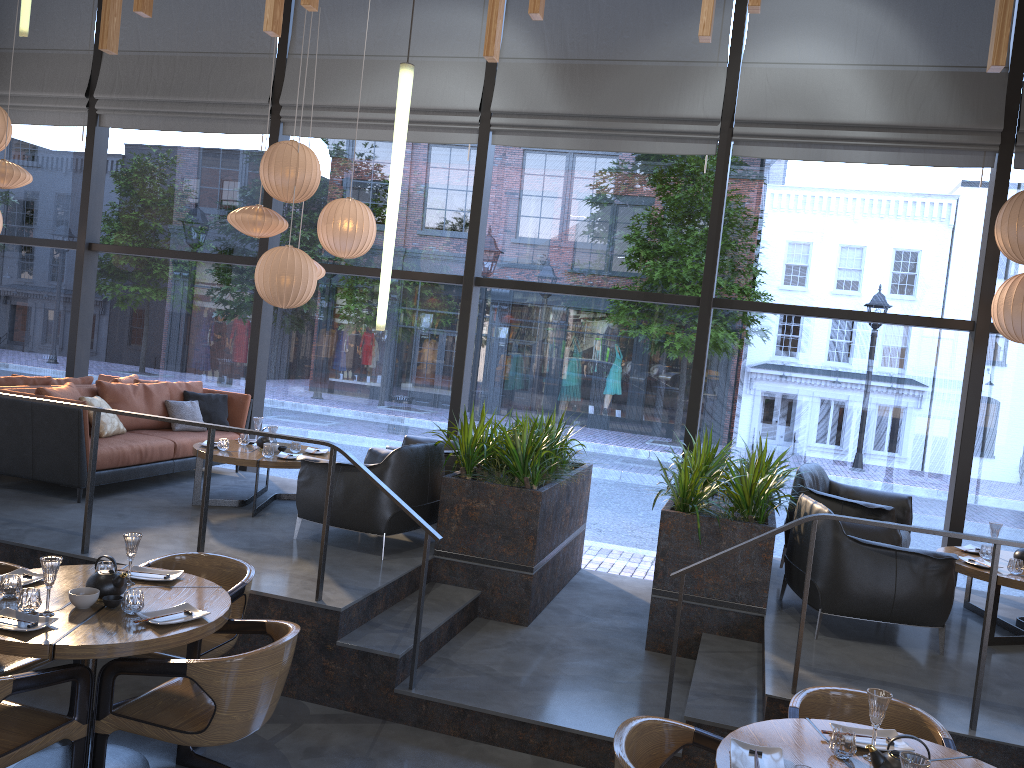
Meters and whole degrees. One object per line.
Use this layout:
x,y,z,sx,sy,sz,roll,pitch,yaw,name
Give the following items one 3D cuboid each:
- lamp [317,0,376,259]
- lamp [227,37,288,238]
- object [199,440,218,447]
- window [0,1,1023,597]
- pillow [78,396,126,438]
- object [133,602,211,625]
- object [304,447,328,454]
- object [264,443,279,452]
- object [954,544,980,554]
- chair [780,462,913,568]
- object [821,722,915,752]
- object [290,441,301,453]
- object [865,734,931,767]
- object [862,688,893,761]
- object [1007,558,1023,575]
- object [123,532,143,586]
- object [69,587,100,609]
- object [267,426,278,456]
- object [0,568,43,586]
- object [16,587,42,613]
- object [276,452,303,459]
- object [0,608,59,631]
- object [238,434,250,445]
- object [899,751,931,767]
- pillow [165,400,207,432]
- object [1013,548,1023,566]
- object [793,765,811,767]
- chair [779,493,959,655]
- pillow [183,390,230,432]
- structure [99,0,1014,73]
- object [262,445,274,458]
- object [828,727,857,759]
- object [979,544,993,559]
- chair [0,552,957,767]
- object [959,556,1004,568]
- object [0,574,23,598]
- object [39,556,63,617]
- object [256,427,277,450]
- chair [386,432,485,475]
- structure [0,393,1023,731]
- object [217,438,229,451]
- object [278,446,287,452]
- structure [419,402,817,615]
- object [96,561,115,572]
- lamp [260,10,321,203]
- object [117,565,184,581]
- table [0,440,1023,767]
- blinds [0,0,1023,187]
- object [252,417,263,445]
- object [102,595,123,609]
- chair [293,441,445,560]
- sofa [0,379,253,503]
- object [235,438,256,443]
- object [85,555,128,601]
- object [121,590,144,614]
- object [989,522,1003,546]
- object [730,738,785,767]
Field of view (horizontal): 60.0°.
-1.000,-2.401,3.816,0.468,3.124,6.999,6,2,-4,lamp
-1.911,-2.291,7.009,0.467,2.271,0.467,5,3,-21,lamp
-2.349,0.477,6.942,0.170,0.025,0.294,6,2,-4,object
-2.054,-1.249,1.794,12.739,5.897,12.900,7,3,15,window
-3.279,0.253,7.075,0.289,0.311,0.393,6,2,-4,pillow
-1.393,0.942,3.589,0.170,0.025,0.294,8,3,35,object
-1.590,0.549,7.177,0.170,0.025,0.294,6,2,-4,object
-1.898,0.504,6.979,0.116,0.065,0.116,4,3,-45,object
3.083,1.112,5.934,0.294,0.025,0.170,4,3,-39,object
2.481,1.010,6.550,0.833,0.743,1.030,8,3,30,chair
1.238,1.249,3.126,0.294,0.025,0.170,6,2,0,object
-1.732,0.506,7.102,0.086,0.086,0.086,7,3,20,object
1.220,1.184,2.775,0.163,0.179,0.168,4,3,-37,object
1.226,1.151,2.989,0.082,0.227,0.082,8,3,36,object
3.035,1.101,5.346,0.086,0.086,0.086,7,3,20,object
-1.714,0.787,3.988,0.082,0.227,0.082,4,3,-42,object
-1.754,0.881,3.631,0.116,0.065,0.116,5,3,-23,object
-1.841,0.436,6.787,0.082,0.227,0.082,5,3,-32,object
-2.158,0.849,3.821,0.170,0.025,0.294,7,3,13,object
-1.912,0.858,3.513,0.086,0.086,0.086,8,3,40,object
-1.706,0.554,6.763,0.170,0.025,0.294,6,2,-4,object
-1.902,0.897,3.363,0.294,0.025,0.170,7,3,12,object
-2.175,0.453,7.205,0.086,0.086,0.086,4,3,-37,object
1.118,1.161,2.491,0.082,0.227,0.082,6,3,-15,object
-2.909,0.285,7.901,0.203,0.263,0.332,8,3,36,pillow
3.287,1.069,5.645,0.163,0.179,0.168,5,3,-19,object
0.873,1.198,2.655,0.086,0.086,0.086,8,3,41,object
2.123,1.100,5.378,0.833,0.743,1.030,6,2,1,chair
-2.820,0.250,8.170,0.418,0.345,0.242,5,3,-34,pillow
-1.851,-1.162,0.195,10.399,5.894,10.127,7,3,15,structure
-1.843,0.511,6.705,0.086,0.086,0.086,7,3,20,object
1.113,1.210,2.984,0.086,0.086,0.086,6,2,-2,object
3.075,1.088,5.743,0.086,0.086,0.086,4,3,-37,object
-1.239,1.405,2.288,9.749,0.759,4.352,7,3,17,chair
2.901,1.112,5.481,0.170,0.025,0.294,6,2,-4,object
-2.067,0.835,3.655,0.086,0.086,0.086,8,3,41,object
-1.822,0.797,3.490,0.082,0.227,0.082,6,3,-15,object
-1.963,0.434,7.107,0.163,0.179,0.168,5,3,-19,object
-0.628,0.714,7.366,0.833,0.743,1.030,6,2,1,chair
-2.323,-0.447,0.445,11.718,4.117,9.054,7,3,15,structure
-2.214,0.466,6.808,0.086,0.086,0.086,7,3,20,object
-1.834,0.519,7.069,0.080,0.042,0.080,6,2,1,object
-4.689,0.556,3.335,15.715,1.608,4.306,4,3,-36,structure
-1.827,0.847,3.983,0.086,0.086,0.086,6,2,2,object
-1.642,-2.609,6.943,0.465,2.374,0.465,8,3,39,lamp
-1.702,0.885,4.125,0.294,0.025,0.170,6,2,0,object
-1.467,1.202,3.963,10.659,0.968,6.876,7,3,16,table
-4.202,-3.448,5.368,17.610,2.314,8.760,5,3,-31,blinds
-2.091,0.388,7.275,0.082,0.227,0.082,6,2,-3,object
-1.649,0.903,3.660,0.080,0.042,0.080,8,3,39,object
-0.943,0.729,6.226,0.833,0.743,1.030,7,3,22,chair
-3.170,0.400,7.451,0.864,0.811,2.226,7,3,15,sofa
-2.167,0.477,7.396,0.294,0.025,0.170,4,3,-39,object
-1.721,0.820,3.771,0.163,0.179,0.168,5,3,-21,object
-1.548,0.893,3.622,0.086,0.086,0.086,5,3,-27,object
3.159,1.023,5.813,0.082,0.227,0.082,6,2,-3,object
0.782,1.212,2.822,0.170,0.025,0.294,7,3,13,object
